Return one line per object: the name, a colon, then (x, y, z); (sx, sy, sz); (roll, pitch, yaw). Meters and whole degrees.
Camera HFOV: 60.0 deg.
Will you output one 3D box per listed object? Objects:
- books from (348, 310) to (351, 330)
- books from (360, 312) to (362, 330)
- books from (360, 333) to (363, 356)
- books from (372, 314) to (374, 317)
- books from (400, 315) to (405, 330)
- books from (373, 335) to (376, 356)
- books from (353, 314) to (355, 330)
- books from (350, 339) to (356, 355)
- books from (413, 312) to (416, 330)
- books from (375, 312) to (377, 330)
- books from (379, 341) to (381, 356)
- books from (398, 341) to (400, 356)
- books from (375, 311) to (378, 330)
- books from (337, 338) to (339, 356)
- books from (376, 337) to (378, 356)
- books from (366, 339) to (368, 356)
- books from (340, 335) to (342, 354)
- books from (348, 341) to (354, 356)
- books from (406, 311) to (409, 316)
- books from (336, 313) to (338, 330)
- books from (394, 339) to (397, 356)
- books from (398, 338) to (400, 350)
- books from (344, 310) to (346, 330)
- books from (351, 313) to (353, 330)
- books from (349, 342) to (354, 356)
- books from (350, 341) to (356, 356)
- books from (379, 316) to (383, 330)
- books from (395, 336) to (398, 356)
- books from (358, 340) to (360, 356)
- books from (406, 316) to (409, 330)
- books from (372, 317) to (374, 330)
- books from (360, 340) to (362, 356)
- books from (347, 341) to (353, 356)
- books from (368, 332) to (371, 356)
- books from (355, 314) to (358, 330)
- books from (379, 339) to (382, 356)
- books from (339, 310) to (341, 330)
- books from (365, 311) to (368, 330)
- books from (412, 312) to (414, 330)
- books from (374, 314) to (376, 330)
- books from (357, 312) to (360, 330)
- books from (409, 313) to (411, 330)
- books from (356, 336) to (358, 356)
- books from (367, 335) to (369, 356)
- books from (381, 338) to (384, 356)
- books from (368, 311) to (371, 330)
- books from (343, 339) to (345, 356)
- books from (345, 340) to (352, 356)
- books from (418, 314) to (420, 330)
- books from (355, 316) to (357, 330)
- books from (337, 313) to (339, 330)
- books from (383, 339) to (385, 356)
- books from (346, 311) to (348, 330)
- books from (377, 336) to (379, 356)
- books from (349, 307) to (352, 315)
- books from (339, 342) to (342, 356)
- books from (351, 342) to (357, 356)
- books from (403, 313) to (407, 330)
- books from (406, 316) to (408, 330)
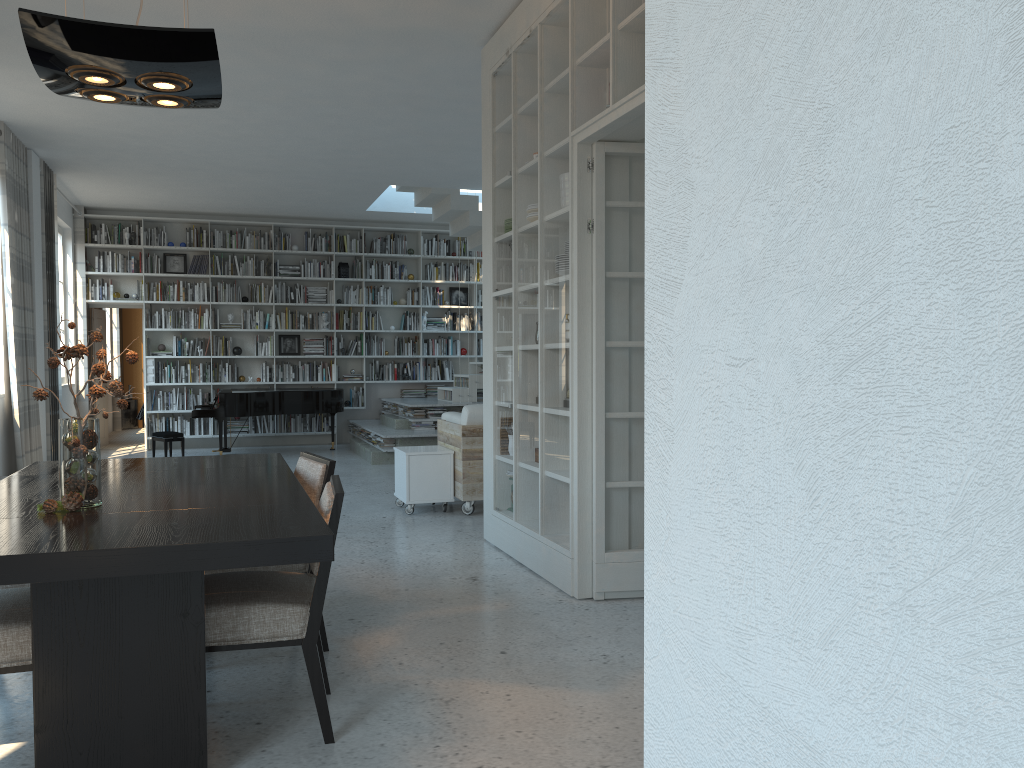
books: (-2.358, -0.923, 12.868); (0.019, 0.293, 0.182); (-1, 2, -18)
books: (-2.210, -0.914, 12.951); (0.033, 0.269, 0.141); (-1, 2, -18)
books: (-2.200, -0.574, 12.948); (0.014, 0.325, 0.182); (-1, 2, -18)
books: (-2.040, -0.903, 12.996); (0.008, 0.242, 0.169); (-1, 2, -18)
books: (-1.627, -0.906, 13.137); (0.056, 0.241, 0.153); (-1, 2, -18)
books: (-2.012, -0.563, 13.005); (0.014, 0.297, 0.175); (-1, 2, -18)
books: (-2.305, -0.898, 12.884); (0.027, 0.242, 0.188); (-1, 2, -18)
books: (-2.328, -0.529, 12.917); (0.094, 0.239, 0.149); (-1, 2, -18)
books: (-1.454, -0.925, 13.168); (0.012, 0.274, 0.183); (-1, 2, -18)
books: (-1.997, -0.917, 13.004); (0.006, 0.270, 0.178); (-1, 2, -18)
books: (-1.951, -0.527, 13.049); (0.008, 0.223, 0.133); (-1, 2, -18)
books: (-1.688, -0.527, 13.114); (0.016, 0.216, 0.177); (-1, 2, -18)
books: (-1.984, -0.926, 13.014); (0.013, 0.287, 0.158); (-1, 2, -18)
books: (-2.528, -0.535, 12.854); (0.028, 0.253, 0.142); (-1, 2, -18)
books: (-1.984, -0.548, 13.020); (0.012, 0.267, 0.183); (-1, 2, -18)
books: (-2.132, -0.533, 12.992); (0.011, 0.239, 0.136); (-1, 2, -18)
books: (-2.482, -0.562, 12.863); (0.013, 0.307, 0.141); (-1, 2, -18)
books: (-2.355, -0.521, 12.915); (0.095, 0.226, 0.144); (-1, 2, -18)
books: (-1.551, -0.935, 13.164); (0.013, 0.295, 0.154); (-1, 2, -18)
books: (-2.543, -0.898, 12.840); (0.014, 0.244, 0.145); (-1, 2, -18)
books: (-1.724, -0.545, 13.118); (0.019, 0.252, 0.130); (-1, 2, -18)
books: (-1.678, -0.550, 13.132); (0.015, 0.262, 0.149); (-1, 2, -18)
books: (-2.424, -0.924, 12.861); (0.019, 0.294, 0.163); (-1, 2, -18)
books: (-2.335, -0.904, 12.899); (0.033, 0.253, 0.174); (-1, 2, -18)
books: (-2.343, -0.514, 12.914); (0.090, 0.212, 0.143); (-1, 2, -18)
books: (-2.327, -0.516, 12.928); (0.090, 0.215, 0.139); (-1, 2, -18)
books: (-1.928, -0.886, 13.013); (0.051, 0.210, 0.176); (-1, 2, -18)
books: (-1.712, -0.564, 13.134); (0.016, 0.290, 0.131); (-1, 2, -18)
books: (-2.238, -0.523, 12.928); (0.029, 0.223, 0.171); (-1, 2, -18)
books: (-1.558, -0.897, 13.146); (0.013, 0.219, 0.187); (-1, 2, -18)
books: (-2.044, -0.877, 12.968); (0.017, 0.192, 0.191); (-1, 2, -18)
books: (-2.217, -0.525, 12.947); (0.021, 0.226, 0.148); (-1, 2, -18)
books: (-2.364, -0.512, 12.891); (0.089, 0.210, 0.175); (-1, 2, -18)
books: (-2.089, -0.585, 13.006); (0.007, 0.342, 0.149); (-1, 2, -18)
books: (-2.267, -0.898, 12.925); (0.028, 0.239, 0.145); (-1, 2, -18)
books: (-1.937, -0.535, 13.043); (0.015, 0.238, 0.176); (-1, 2, -18)
books: (-2.495, -0.922, 12.839); (0.035, 0.293, 0.145); (-1, 2, -18)
books: (-2.133, -0.924, 12.955); (0.035, 0.288, 0.191); (-1, 2, -18)
books: (-1.482, -0.926, 13.182); (0.032, 0.275, 0.154); (-1, 2, -18)
books: (-2.010, -0.903, 13.010); (0.017, 0.243, 0.132); (-1, 2, -18)
books: (-2.242, -0.912, 12.927); (0.032, 0.266, 0.143); (-1, 2, -18)
books: (-1.525, -0.919, 13.158); (0.018, 0.263, 0.165); (-1, 2, -18)
books: (-2.264, -0.554, 12.940); (0.013, 0.286, 0.138); (-1, 2, -18)
books: (-2.114, -0.561, 12.983); (0.018, 0.295, 0.177); (-1, 2, -18)
books: (-1.910, -0.546, 13.053); (0.014, 0.261, 0.141); (-1, 2, -18)
books: (-2.085, -0.920, 12.954); (0.013, 0.279, 0.191); (-1, 2, -18)
books: (-2.450, -0.534, 12.885); (0.035, 0.248, 0.140); (-1, 2, -18)
books: (-2.379, -0.521, 12.881); (0.095, 0.228, 0.190); (-1, 2, -18)
books: (-1.389, -0.912, 13.200); (0.010, 0.246, 0.158); (-1, 2, -18)
books: (-2.285, -0.880, 12.899); (0.034, 0.204, 0.181); (-1, 2, -18)
books: (-2.532, -0.900, 12.856); (0.013, 0.247, 0.176); (-1, 2, -18)
books: (-1.898, -0.542, 13.058); (0.013, 0.251, 0.172); (-1, 2, -18)
books: (-2.412, -0.916, 12.889); (0.035, 0.278, 0.139); (-1, 2, -18)
books: (-1.970, -0.558, 13.041); (0.006, 0.285, 0.159); (-1, 2, -18)
books: (-2.352, -0.946, 12.889); (0.021, 0.338, 0.169); (-1, 2, -18)
books: (-2.496, -0.504, 12.845); (0.027, 0.192, 0.182); (-1, 2, -18)
books: (-2.312, -0.510, 12.922); (0.091, 0.205, 0.169); (-1, 2, -18)
books: (-1.589, -0.919, 13.142); (0.021, 0.264, 0.174); (-1, 2, -18)
books: (-1.567, -0.892, 13.143); (0.006, 0.210, 0.188); (-1, 2, -18)
